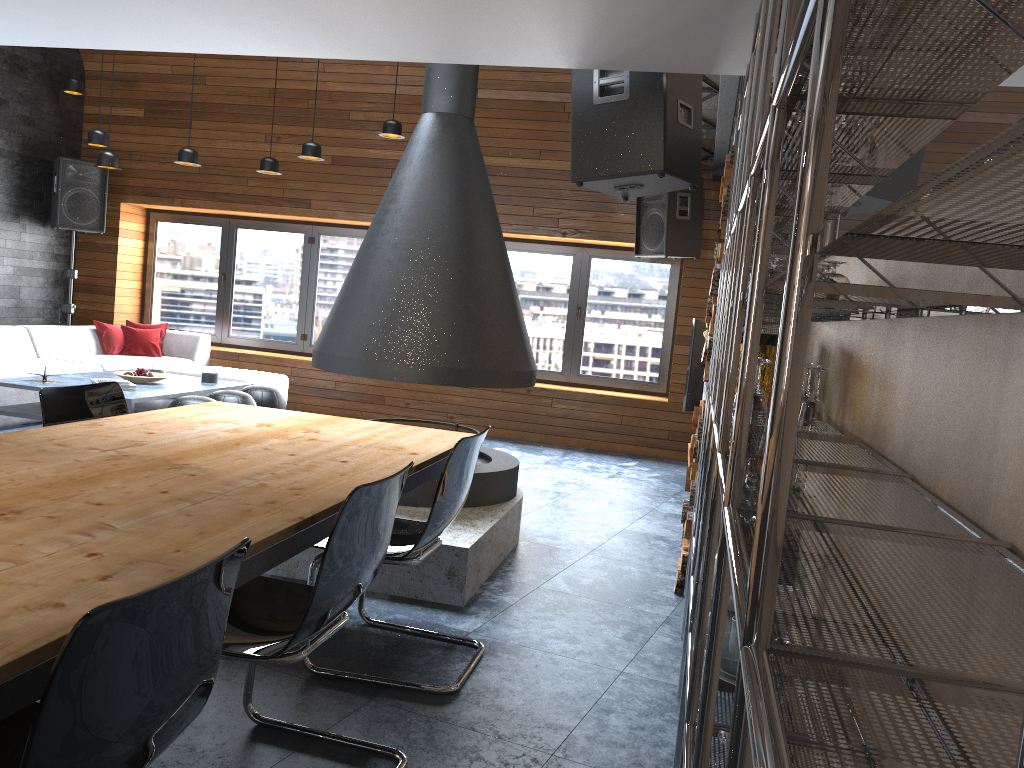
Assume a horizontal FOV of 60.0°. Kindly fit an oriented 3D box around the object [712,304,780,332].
[{"bbox_3d":[1.064,-0.300,4.028,0.308,0.120,0.097,6,5,7],"label":"object"}]

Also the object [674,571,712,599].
[{"bbox_3d":[0.916,0.946,4.133,0.312,0.110,0.103,6,5,8],"label":"object"}]

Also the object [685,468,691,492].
[{"bbox_3d":[1.051,0.492,4.423,0.362,0.131,0.154,7,5,12],"label":"object"}]

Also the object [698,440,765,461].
[{"bbox_3d":[1.010,0.313,4.074,0.310,0.121,0.111,6,5,11],"label":"object"}]

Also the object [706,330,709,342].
[{"bbox_3d":[1.112,-0.215,4.409,0.286,0.143,0.143,7,5,11],"label":"object"}]

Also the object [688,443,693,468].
[{"bbox_3d":[1.066,0.370,4.419,0.374,0.131,0.115,6,5,7],"label":"object"}]

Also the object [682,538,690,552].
[{"bbox_3d":[0.975,0.808,4.222,0.329,0.135,0.095,6,5,8],"label":"object"}]

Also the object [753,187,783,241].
[{"bbox_3d":[0.880,-0.626,3.042,0.126,0.254,0.127,2,6,-35],"label":"object"}]

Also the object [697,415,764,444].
[{"bbox_3d":[1.007,0.212,4.083,0.299,0.114,0.135,6,5,9],"label":"object"}]

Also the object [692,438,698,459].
[{"bbox_3d":[1.038,0.331,4.249,0.331,0.110,0.101,7,5,13],"label":"object"}]

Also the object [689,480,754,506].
[{"bbox_3d":[0.971,0.519,4.109,0.287,0.112,0.126,7,5,11],"label":"object"}]

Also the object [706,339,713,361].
[{"bbox_3d":[1.050,-0.139,4.024,0.321,0.109,0.110,7,5,12],"label":"object"}]

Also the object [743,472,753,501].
[{"bbox_3d":[0.825,0.476,3.334,0.125,0.295,0.130,9,6,36],"label":"object"}]

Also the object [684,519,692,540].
[{"bbox_3d":[0.966,0.690,4.105,0.331,0.105,0.105,6,5,8],"label":"object"}]

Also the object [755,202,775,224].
[{"bbox_3d":[0.763,-0.567,2.639,0.070,0.184,0.071,5,5,-12],"label":"object"}]

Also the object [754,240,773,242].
[{"bbox_3d":[0.900,-0.562,3.170,0.108,0.109,0.109,9,6,37],"label":"object"}]

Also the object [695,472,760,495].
[{"bbox_3d":[0.998,0.455,4.078,0.303,0.088,0.095,6,5,10],"label":"object"}]

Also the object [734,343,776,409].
[{"bbox_3d":[0.802,-0.029,2.937,0.120,0.206,0.120,3,5,-31],"label":"object"}]

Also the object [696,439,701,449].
[{"bbox_3d":[1.032,0.279,4.157,0.329,0.107,0.128,7,5,12],"label":"object"}]

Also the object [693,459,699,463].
[{"bbox_3d":[1.028,0.390,4.309,0.288,0.118,0.147,6,5,8],"label":"object"}]

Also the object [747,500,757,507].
[{"bbox_3d":[0.777,0.525,3.161,0.161,0.219,0.157,3,6,-32],"label":"object"}]

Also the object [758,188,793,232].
[{"bbox_3d":[0.841,-0.565,2.902,0.148,0.149,0.149,2,6,-35],"label":"object"}]

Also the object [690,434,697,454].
[{"bbox_3d":[1.040,0.311,4.330,0.330,0.098,0.107,6,5,8],"label":"object"}]

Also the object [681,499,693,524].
[{"bbox_3d":[0.993,0.650,4.337,0.321,0.128,0.164,6,5,11],"label":"object"}]

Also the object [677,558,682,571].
[{"bbox_3d":[0.999,0.937,4.218,0.428,0.131,0.154,7,5,12],"label":"object"}]

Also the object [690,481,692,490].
[{"bbox_3d":[1.018,0.504,4.302,0.299,0.114,0.135,6,5,9],"label":"object"}]

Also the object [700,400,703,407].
[{"bbox_3d":[1.089,0.153,4.450,0.299,0.119,0.151,7,5,14],"label":"object"}]

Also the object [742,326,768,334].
[{"bbox_3d":[0.876,-0.083,3.320,0.144,0.264,0.142,10,6,42],"label":"object"}]

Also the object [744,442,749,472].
[{"bbox_3d":[0.940,0.413,3.914,0.140,0.347,0.139,5,5,-9],"label":"object"}]

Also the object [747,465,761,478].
[{"bbox_3d":[1.035,0.375,4.125,0.286,0.143,0.143,7,5,11],"label":"object"}]

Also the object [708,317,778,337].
[{"bbox_3d":[1.065,-0.233,4.030,0.331,0.110,0.107,6,5,10],"label":"object"}]

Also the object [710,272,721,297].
[{"bbox_3d":[1.081,-0.451,4.148,0.289,0.121,0.107,7,5,12],"label":"object"}]

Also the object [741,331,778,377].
[{"bbox_3d":[0.846,-0.059,3.127,0.218,0.243,0.216,6,5,2],"label":"object"}]

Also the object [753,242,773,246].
[{"bbox_3d":[0.930,-0.647,3.267,0.092,0.268,0.092,9,6,34],"label":"object"}]

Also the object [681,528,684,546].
[{"bbox_3d":[1.010,0.773,4.500,0.286,0.143,0.143,7,5,11],"label":"object"}]

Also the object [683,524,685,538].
[{"bbox_3d":[0.998,0.743,4.291,0.330,0.098,0.107,6,5,8],"label":"object"}]

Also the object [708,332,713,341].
[{"bbox_3d":[1.077,-0.180,4.131,0.329,0.135,0.095,6,5,8],"label":"object"}]

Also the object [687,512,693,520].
[{"bbox_3d":[0.988,0.680,4.232,0.309,0.131,0.099,6,5,8],"label":"object"}]

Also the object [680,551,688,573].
[{"bbox_3d":[0.948,0.849,4.114,0.321,0.109,0.110,7,5,12],"label":"object"}]

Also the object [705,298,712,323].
[{"bbox_3d":[1.095,-0.338,4.247,0.321,0.128,0.164,6,5,11],"label":"object"}]

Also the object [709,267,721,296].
[{"bbox_3d":[1.108,-0.470,4.242,0.312,0.150,0.140,6,5,8],"label":"object"}]

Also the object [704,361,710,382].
[{"bbox_3d":[1.045,-0.045,4.039,0.330,0.105,0.107,6,5,9],"label":"object"}]

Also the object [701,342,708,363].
[{"bbox_3d":[1.089,-0.137,4.335,0.312,0.110,0.103,6,5,8],"label":"object"}]

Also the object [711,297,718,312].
[{"bbox_3d":[1.094,-0.368,4.168,0.303,0.090,0.098,6,5,11],"label":"object"}]

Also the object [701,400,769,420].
[{"bbox_3d":[1.030,0.124,4.075,0.308,0.107,0.121,6,5,8],"label":"object"}]

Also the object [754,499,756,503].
[{"bbox_3d":[1.016,0.527,4.191,0.303,0.095,0.087,7,5,11],"label":"object"}]

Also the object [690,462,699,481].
[{"bbox_3d":[1.020,0.434,4.224,0.330,0.098,0.103,6,5,9],"label":"object"}]

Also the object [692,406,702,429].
[{"bbox_3d":[1.036,0.176,4.179,0.362,0.115,0.098,6,5,11],"label":"object"}]
